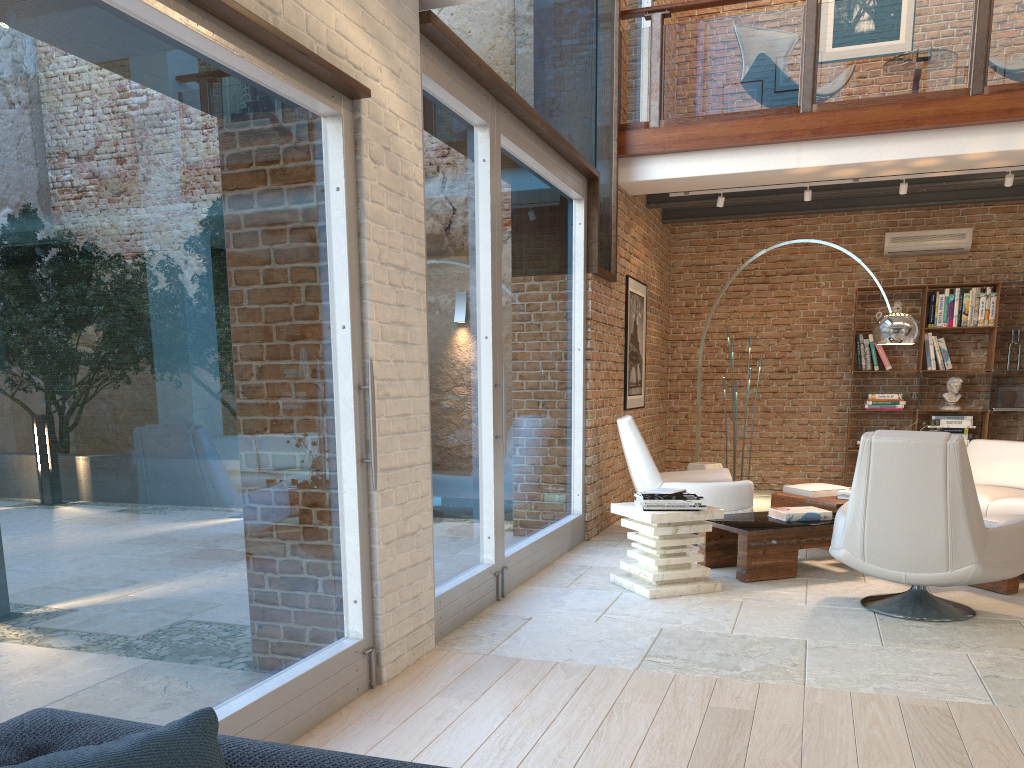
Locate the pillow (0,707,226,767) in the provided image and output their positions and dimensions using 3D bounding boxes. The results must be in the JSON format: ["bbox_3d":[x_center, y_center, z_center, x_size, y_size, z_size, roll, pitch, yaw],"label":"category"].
[{"bbox_3d":[-0.674,0.689,1.237,0.563,0.335,0.370,-2,5,-21],"label":"pillow"}]

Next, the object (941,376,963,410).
[{"bbox_3d":[4.571,0.096,9.049,0.194,0.358,0.190,5,10,34],"label":"object"}]

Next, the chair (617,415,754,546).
[{"bbox_3d":[1.302,0.740,6.772,0.983,1.020,1.005,0,5,3],"label":"chair"}]

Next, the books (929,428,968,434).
[{"bbox_3d":[4.555,0.482,9.109,0.326,0.057,0.250,0,1,14],"label":"books"}]

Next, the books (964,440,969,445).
[{"bbox_3d":[4.579,0.603,9.151,0.361,0.057,0.278,0,1,21],"label":"books"}]

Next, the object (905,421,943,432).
[{"bbox_3d":[2.666,0.535,5.909,0.541,0.621,0.309,-1,8,-10],"label":"object"}]

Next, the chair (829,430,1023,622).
[{"bbox_3d":[2.170,0.735,4.637,1.020,1.038,0.958,3,7,35],"label":"chair"}]

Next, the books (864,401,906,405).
[{"bbox_3d":[3.955,0.199,9.268,0.379,0.037,0.240,0,0,13],"label":"books"}]

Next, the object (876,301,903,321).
[{"bbox_3d":[3.921,-0.720,9.072,0.251,0.289,0.128,2,9,26],"label":"object"}]

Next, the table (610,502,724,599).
[{"bbox_3d":[0.936,0.994,5.327,0.493,0.515,0.486,-3,6,-21],"label":"table"}]

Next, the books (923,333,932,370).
[{"bbox_3d":[4.316,-0.335,9.081,0.101,0.392,0.238,3,8,19],"label":"books"}]

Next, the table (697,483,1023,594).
[{"bbox_3d":[2.262,1.019,5.974,1.965,0.438,2.173,-1,1,-20],"label":"table"}]

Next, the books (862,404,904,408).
[{"bbox_3d":[3.948,0.236,9.285,0.379,0.037,0.240,0,0,14],"label":"books"}]

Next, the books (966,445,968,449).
[{"bbox_3d":[4.575,0.664,9.144,0.379,0.066,0.240,0,1,13],"label":"books"}]

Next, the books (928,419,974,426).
[{"bbox_3d":[4.588,0.399,9.114,0.379,0.066,0.240,0,1,13],"label":"books"}]

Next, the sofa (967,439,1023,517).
[{"bbox_3d":[3.929,0.839,6.435,1.140,0.770,2.295,-2,2,-21],"label":"sofa"}]

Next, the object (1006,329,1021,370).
[{"bbox_3d":[5.049,-0.346,8.758,0.121,0.408,0.060,3,11,21],"label":"object"}]

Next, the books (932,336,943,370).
[{"bbox_3d":[4.398,-0.318,9.042,0.124,0.356,0.266,3,7,19],"label":"books"}]

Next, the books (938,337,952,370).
[{"bbox_3d":[4.463,-0.309,9.016,0.158,0.336,0.249,2,7,19],"label":"books"}]

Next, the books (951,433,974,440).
[{"bbox_3d":[4.584,0.543,9.122,0.379,0.066,0.240,0,1,6],"label":"books"}]

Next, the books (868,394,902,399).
[{"bbox_3d":[3.966,0.132,9.270,0.326,0.057,0.251,0,1,21],"label":"books"}]

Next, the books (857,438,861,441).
[{"bbox_3d":[3.923,0.598,9.361,0.379,0.018,0.240,0,0,12],"label":"books"}]

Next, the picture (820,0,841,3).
[{"bbox_3d":[3.613,-3.944,8.852,0.912,1.224,0.027,2,10,18],"label":"picture"}]

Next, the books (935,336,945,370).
[{"bbox_3d":[4.422,-0.318,9.044,0.124,0.356,0.266,3,7,19],"label":"books"}]

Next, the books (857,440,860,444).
[{"bbox_3d":[3.912,0.626,9.380,0.379,0.037,0.240,0,0,19],"label":"books"}]

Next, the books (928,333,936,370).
[{"bbox_3d":[4.344,-0.334,9.047,0.103,0.392,0.238,3,8,19],"label":"books"}]

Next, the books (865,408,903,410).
[{"bbox_3d":[3.959,0.265,9.293,0.355,0.021,0.268,0,0,19],"label":"books"}]

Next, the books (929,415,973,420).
[{"bbox_3d":[4.581,0.348,9.102,0.379,0.037,0.240,0,0,19],"label":"books"}]

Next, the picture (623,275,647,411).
[{"bbox_3d":[1.165,-0.362,8.206,0.027,1.222,0.894,3,8,19],"label":"picture"}]

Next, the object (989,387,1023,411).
[{"bbox_3d":[5.058,0.150,8.867,0.335,0.238,0.278,1,5,19],"label":"object"}]

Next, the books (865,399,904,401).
[{"bbox_3d":[3.960,0.170,9.282,0.355,0.021,0.268,0,0,17],"label":"books"}]

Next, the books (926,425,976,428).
[{"bbox_3d":[4.574,0.443,9.108,0.444,0.021,0.268,0,0,19],"label":"books"}]
